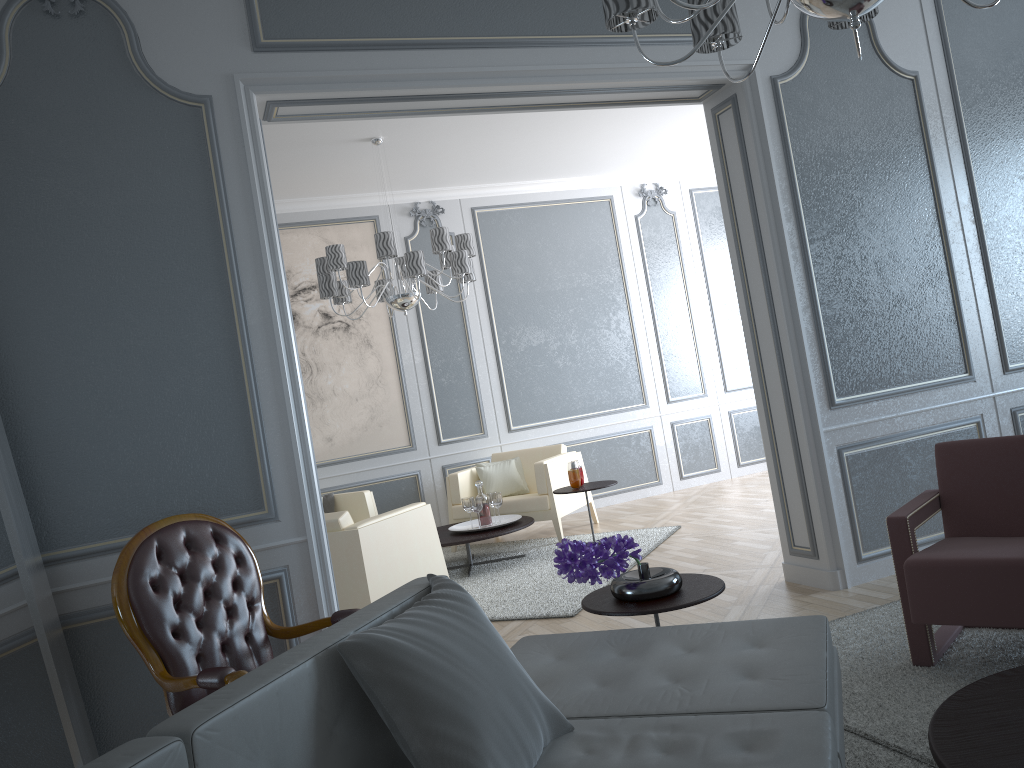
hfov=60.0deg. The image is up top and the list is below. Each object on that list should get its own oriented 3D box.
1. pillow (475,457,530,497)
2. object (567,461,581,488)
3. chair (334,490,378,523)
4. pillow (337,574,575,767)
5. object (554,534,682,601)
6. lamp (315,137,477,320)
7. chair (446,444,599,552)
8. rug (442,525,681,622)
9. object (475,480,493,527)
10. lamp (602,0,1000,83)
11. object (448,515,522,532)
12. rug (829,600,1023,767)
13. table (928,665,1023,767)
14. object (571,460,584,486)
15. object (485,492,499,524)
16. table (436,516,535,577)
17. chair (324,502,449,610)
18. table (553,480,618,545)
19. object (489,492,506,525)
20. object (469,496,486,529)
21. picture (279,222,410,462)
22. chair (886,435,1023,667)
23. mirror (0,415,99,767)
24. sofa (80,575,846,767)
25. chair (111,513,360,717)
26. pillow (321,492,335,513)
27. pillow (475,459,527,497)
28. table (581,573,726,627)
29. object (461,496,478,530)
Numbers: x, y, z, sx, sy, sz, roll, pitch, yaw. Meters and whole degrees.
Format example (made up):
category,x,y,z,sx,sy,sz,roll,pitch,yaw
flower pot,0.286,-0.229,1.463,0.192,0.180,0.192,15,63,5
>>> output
category,x,y,z,sx,sy,sz,roll,pitch,yaw
pillow,-0.068,0.693,6.512,0.351,0.276,0.184,-9,-2,-15
object,0.392,0.575,5.606,0.075,0.166,0.075,-8,-2,-31
chair,-1.374,1.035,5.854,0.736,0.621,0.855,-10,-1,25
pillow,-0.081,0.538,1.523,0.253,0.354,0.422,-10,-1,17
object,0.302,0.501,2.463,0.206,0.221,0.425,-11,-2,40
lamp,-0.756,-0.976,5.514,0.977,1.120,0.975,-9,-2,-32
chair,0.055,0.804,6.394,0.854,0.621,0.737,-10,-1,25
rug,-0.209,1.140,5.289,1.998,0.010,2.001,-10,-1,25
object,-0.188,0.754,5.602,0.086,0.290,0.086,-10,-2,1
lamp,0.593,-1.263,1.797,0.977,1.120,0.975,-9,-2,-32
object,-0.167,0.886,5.585,0.468,0.028,0.468,-9,-1,-8
rug,1.160,0.848,1.544,2.020,0.010,3.200,-9,-1,-20
table,1.219,0.722,1.531,0.882,0.239,0.882,-9,-1,-3
object,0.419,0.572,5.688,0.075,0.166,0.075,-10,-2,29
object,-0.119,0.791,5.660,0.080,0.196,0.080,-8,-2,-37
table,-0.275,1.040,5.592,0.883,0.239,0.881,-9,-1,-23
chair,-0.873,0.928,4.475,0.854,0.621,0.737,-10,-1,25
table,0.494,0.837,5.605,0.414,0.385,0.414,-10,-2,27
object,-0.090,0.785,5.582,0.080,0.196,0.080,-8,-2,-37
object,-0.211,0.804,5.513,0.080,0.196,0.080,-9,-2,-17
picture,-1.485,-0.303,6.637,1.200,1.752,0.001,-9,-2,-20
chair,1.482,0.495,2.640,0.575,0.620,0.607,-11,-2,40
mirror,-1.194,0.349,1.939,0.251,1.793,1.398,-9,-2,-20
sofa,0.035,0.689,1.250,0.809,0.668,2.205,-10,-1,20
chair,-0.726,0.763,2.504,0.574,0.829,0.573,-10,-2,30
pillow,-1.373,0.905,6.014,0.351,0.276,0.184,-9,-2,-5
pillow,-0.080,0.693,6.424,0.312,0.245,0.163,-9,-2,-26
table,0.435,0.787,2.547,0.415,0.385,0.413,-9,-2,-33
object,-0.265,0.814,5.595,0.080,0.196,0.080,-8,-2,-37
